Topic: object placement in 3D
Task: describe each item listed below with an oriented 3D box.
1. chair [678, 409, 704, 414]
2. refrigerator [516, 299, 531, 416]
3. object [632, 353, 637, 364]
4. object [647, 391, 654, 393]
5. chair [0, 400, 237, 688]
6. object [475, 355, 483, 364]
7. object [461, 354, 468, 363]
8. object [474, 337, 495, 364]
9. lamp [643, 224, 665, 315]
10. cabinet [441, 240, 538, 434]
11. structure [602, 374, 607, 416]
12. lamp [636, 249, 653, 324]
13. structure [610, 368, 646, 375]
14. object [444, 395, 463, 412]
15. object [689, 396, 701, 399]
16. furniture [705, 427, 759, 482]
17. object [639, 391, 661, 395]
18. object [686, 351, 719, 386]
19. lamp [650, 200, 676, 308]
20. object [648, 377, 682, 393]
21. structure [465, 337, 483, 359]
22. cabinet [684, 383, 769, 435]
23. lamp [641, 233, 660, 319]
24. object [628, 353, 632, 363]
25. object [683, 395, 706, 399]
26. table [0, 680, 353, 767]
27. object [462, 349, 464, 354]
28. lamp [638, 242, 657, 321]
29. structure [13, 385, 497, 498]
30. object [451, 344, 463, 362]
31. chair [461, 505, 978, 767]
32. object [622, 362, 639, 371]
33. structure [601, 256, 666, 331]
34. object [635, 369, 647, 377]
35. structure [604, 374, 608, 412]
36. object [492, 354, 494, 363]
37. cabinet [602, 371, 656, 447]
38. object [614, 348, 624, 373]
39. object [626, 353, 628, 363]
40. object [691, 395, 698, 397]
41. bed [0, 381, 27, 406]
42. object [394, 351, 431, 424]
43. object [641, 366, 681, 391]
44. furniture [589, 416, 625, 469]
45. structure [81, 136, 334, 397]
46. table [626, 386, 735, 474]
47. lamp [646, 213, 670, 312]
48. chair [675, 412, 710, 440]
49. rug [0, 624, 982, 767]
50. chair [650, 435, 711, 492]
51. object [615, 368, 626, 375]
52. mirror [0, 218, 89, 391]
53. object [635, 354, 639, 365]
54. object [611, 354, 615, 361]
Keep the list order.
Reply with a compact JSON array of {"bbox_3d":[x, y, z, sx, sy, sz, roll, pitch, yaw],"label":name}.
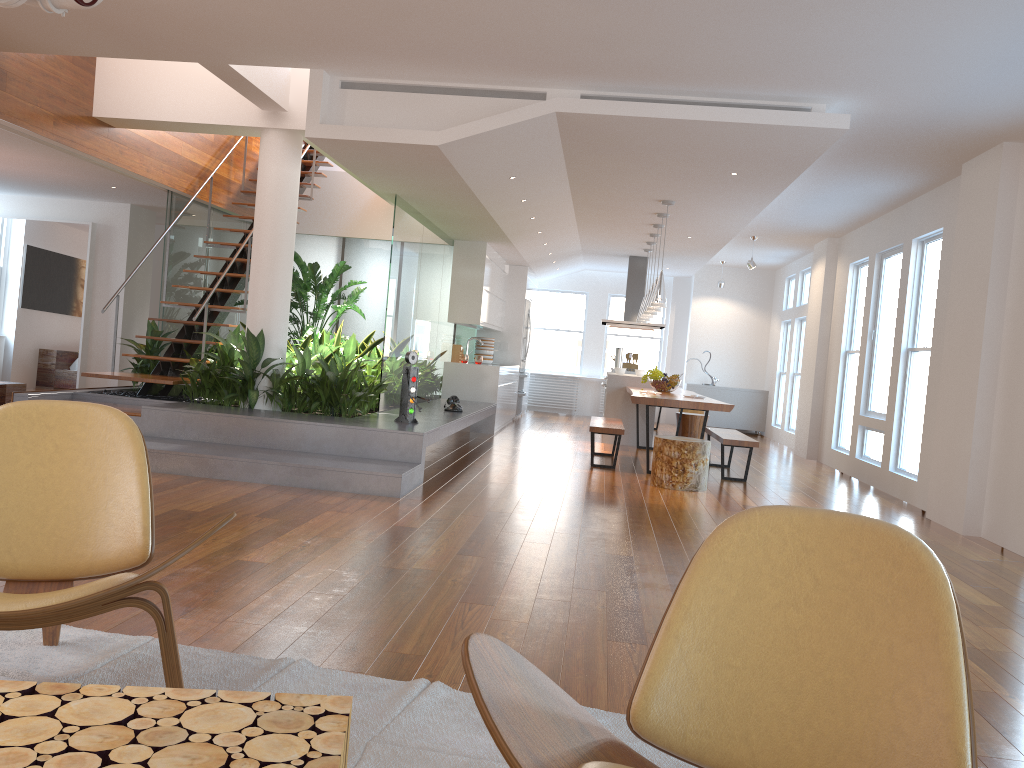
[{"bbox_3d":[2.545,0.549,12.679,0.344,0.430,0.549,5,2,10],"label":"chair"},{"bbox_3d":[-0.108,-0.410,13.571,0.725,1.772,0.908,5,2,6],"label":"refrigerator"},{"bbox_3d":[1.837,-0.315,13.400,0.068,0.298,0.039,5,2,6],"label":"object"},{"bbox_3d":[1.355,0.082,8.688,0.070,0.030,0.079,4,2,-31],"label":"object"},{"bbox_3d":[-1.125,0.455,2.177,0.856,0.752,0.867,5,2,11],"label":"chair"},{"bbox_3d":[-0.405,-0.292,10.780,0.094,0.106,0.094,5,2,11],"label":"object"},{"bbox_3d":[-0.580,-0.310,10.844,0.094,0.106,0.094,5,2,11],"label":"object"},{"bbox_3d":[-0.391,-0.468,12.399,0.267,0.356,0.266,6,2,31],"label":"object"},{"bbox_3d":[1.574,-1.292,9.773,0.160,1.060,0.160,6,2,33],"label":"lamp"},{"bbox_3d":[-0.219,-0.609,12.831,0.676,2.280,4.565,5,2,6],"label":"cabinet"},{"bbox_3d":[1.618,0.231,12.984,0.649,0.735,0.890,5,2,6],"label":"structure"},{"bbox_3d":[1.794,-1.349,11.930,0.160,1.060,0.160,6,2,33],"label":"lamp"},{"bbox_3d":[1.698,-0.189,12.976,0.520,0.073,0.650,5,2,6],"label":"structure"},{"bbox_3d":[-0.580,0.188,8.624,0.216,0.155,0.181,4,2,-30],"label":"object"},{"bbox_3d":[1.770,0.130,8.492,0.158,0.017,0.019,5,2,1],"label":"object"},{"bbox_3d":[2.098,0.677,8.614,0.316,0.389,1.433,5,2,6],"label":"furniture"},{"bbox_3d":[1.355,0.088,8.688,0.222,0.020,0.222,3,3,-44],"label":"object"},{"bbox_3d":[3.147,-0.266,14.523,0.590,0.563,0.210,4,2,-23],"label":"object"},{"bbox_3d":[1.427,-1.254,8.335,0.160,1.060,0.160,6,2,33],"label":"lamp"},{"bbox_3d":[1.655,0.017,9.636,0.360,0.159,0.360,4,2,-31],"label":"object"},{"bbox_3d":[-0.512,-0.364,11.857,0.248,0.536,0.115,5,2,6],"label":"structure"},{"bbox_3d":[3.477,0.409,14.552,1.309,0.725,0.420,5,2,6],"label":"cabinet"},{"bbox_3d":[1.647,-1.311,10.492,0.160,1.060,0.160,6,2,33],"label":"lamp"},{"bbox_3d":[1.774,-0.321,13.403,0.057,0.299,0.019,5,2,6],"label":"object"},{"bbox_3d":[1.768,0.127,8.599,0.222,0.020,0.222,5,2,-2],"label":"object"},{"bbox_3d":[-0.480,0.665,0.907,0.548,0.534,0.489,5,2,-6],"label":"table"},{"bbox_3d":[-0.651,-0.363,11.372,0.100,0.170,0.173,5,2,7],"label":"object"},{"bbox_3d":[1.721,-1.330,11.211,0.160,1.060,0.160,6,2,33],"label":"lamp"},{"bbox_3d":[-1.944,0.341,8.590,3.088,0.386,5.584,5,2,6],"label":"structure"},{"bbox_3d":[-0.688,-0.383,11.126,0.104,0.222,0.200,5,2,6],"label":"object"},{"bbox_3d":[0.438,0.621,1.300,0.867,0.752,0.856,4,2,-34],"label":"chair"},{"bbox_3d":[1.734,-0.246,13.419,0.353,0.157,0.084,5,2,6],"label":"object"},{"bbox_3d":[1.813,-1.513,12.902,0.909,1.405,0.900,5,2,6],"label":"structure"},{"bbox_3d":[1.592,-0.133,10.979,0.152,0.082,0.152,4,2,-34],"label":"object"},{"bbox_3d":[1.233,0.203,11.603,0.072,0.648,0.644,5,2,6],"label":"structure"},{"bbox_3d":[-0.392,-0.399,12.789,0.284,0.196,0.265,3,3,-42],"label":"object"},{"bbox_3d":[1.564,0.284,12.078,0.597,0.832,2.936,5,2,6],"label":"cabinet"},{"bbox_3d":[1.522,-0.331,12.530,0.172,0.356,0.120,3,2,-36],"label":"object"},{"bbox_3d":[1.742,-0.325,13.426,0.061,0.299,0.040,5,2,3],"label":"object"},{"bbox_3d":[1.768,0.121,8.599,0.070,0.030,0.079,3,3,-41],"label":"object"},{"bbox_3d":[-5.957,-0.090,7.606,2.314,0.595,2.207,5,2,6],"label":"bed"},{"bbox_3d":[-0.753,0.031,6.911,0.318,0.565,0.134,7,3,42],"label":"object"},{"bbox_3d":[1.637,-0.048,9.650,0.394,0.284,0.292,4,2,-30],"label":"object"},{"bbox_3d":[0.916,0.571,8.732,0.316,0.389,1.433,5,2,6],"label":"furniture"},{"bbox_3d":[-1.906,-1.772,9.197,2.552,4.265,4.591,5,2,6],"label":"structure"},{"bbox_3d":[1.748,0.414,10.658,0.893,0.704,5.996,5,2,6],"label":"table"},{"bbox_3d":[1.500,-1.273,9.054,0.160,1.060,0.160,6,2,33],"label":"lamp"},{"bbox_3d":[2.116,0.582,10.496,0.396,0.455,0.402,5,2,-4],"label":"chair"},{"bbox_3d":[-0.553,0.885,0.896,3.525,0.057,3.478,5,2,10],"label":"rug"},{"bbox_3d":[1.394,0.652,7.339,0.460,0.400,0.460,6,2,16],"label":"chair"},{"bbox_3d":[1.357,-0.159,11.126,0.152,0.082,0.152,3,3,-45],"label":"object"},{"bbox_3d":[-5.677,-0.911,10.484,1.267,2.044,0.049,5,2,6],"label":"mirror"},{"bbox_3d":[1.876,-0.312,13.414,0.057,0.294,0.030,5,2,6],"label":"object"},{"bbox_3d":[1.586,-0.322,13.440,0.199,0.259,0.016,6,2,16],"label":"object"}]
